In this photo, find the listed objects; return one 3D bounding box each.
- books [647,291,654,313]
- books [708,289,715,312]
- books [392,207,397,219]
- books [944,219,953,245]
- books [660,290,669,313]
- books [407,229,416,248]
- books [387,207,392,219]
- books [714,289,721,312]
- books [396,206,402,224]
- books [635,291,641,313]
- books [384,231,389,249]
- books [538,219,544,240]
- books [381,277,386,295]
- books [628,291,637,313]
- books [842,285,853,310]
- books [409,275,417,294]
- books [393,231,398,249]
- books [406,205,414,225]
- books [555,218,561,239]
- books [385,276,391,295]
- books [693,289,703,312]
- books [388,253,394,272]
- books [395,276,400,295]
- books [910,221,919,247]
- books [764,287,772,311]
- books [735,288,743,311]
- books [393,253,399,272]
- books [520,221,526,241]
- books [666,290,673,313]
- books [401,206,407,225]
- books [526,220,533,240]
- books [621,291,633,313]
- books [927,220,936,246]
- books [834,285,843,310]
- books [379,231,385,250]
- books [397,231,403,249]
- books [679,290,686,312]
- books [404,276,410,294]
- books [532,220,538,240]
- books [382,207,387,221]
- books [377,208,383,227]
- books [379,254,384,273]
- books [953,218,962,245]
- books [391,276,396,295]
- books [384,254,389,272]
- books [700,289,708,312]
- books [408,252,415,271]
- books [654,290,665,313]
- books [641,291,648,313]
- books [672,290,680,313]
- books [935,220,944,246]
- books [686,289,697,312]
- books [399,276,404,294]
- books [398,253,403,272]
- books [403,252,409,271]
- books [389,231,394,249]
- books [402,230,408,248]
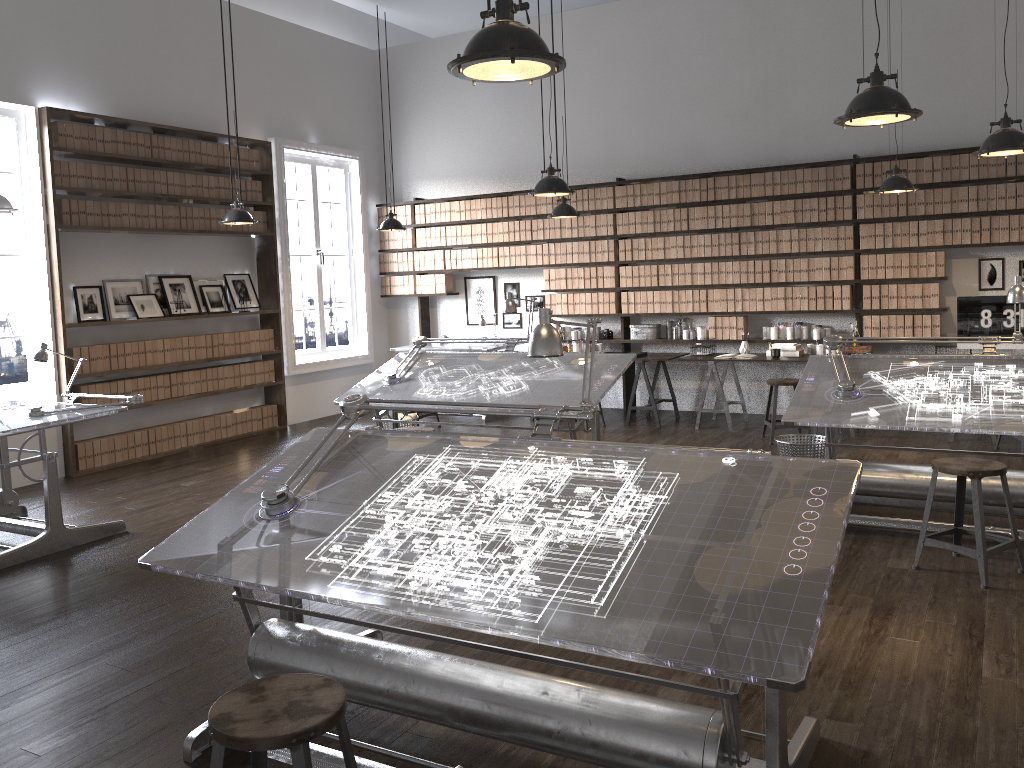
[{"bbox_3d":[1.460,-0.848,9.147,0.067,0.225,0.175,0,5,30],"label":"books"},{"bbox_3d":[2.012,-0.834,8.841,0.067,0.225,0.175,0,5,30],"label":"books"},{"bbox_3d":[-1.362,-2.015,10.650,0.067,0.225,0.175,0,5,30],"label":"books"},{"bbox_3d":[3.830,-1.329,7.766,0.067,0.225,0.175,0,5,30],"label":"books"},{"bbox_3d":[1.580,-0.846,9.084,0.067,0.225,0.175,0,5,29],"label":"books"},{"bbox_3d":[-1.173,-1.735,10.566,0.067,0.225,0.175,0,5,29],"label":"books"},{"bbox_3d":[-1.425,-2.016,10.681,0.067,0.225,0.175,0,5,29],"label":"books"},{"bbox_3d":[2.068,-0.833,8.807,0.067,0.225,0.175,0,5,29],"label":"books"},{"bbox_3d":[-1.303,-2.013,10.614,0.067,0.225,0.175,0,5,30],"label":"books"},{"bbox_3d":[1.341,-0.852,9.221,0.067,0.225,0.175,0,5,29],"label":"books"},{"bbox_3d":[-1.472,-1.742,10.730,0.067,0.225,0.175,0,5,30],"label":"books"},{"bbox_3d":[0.353,-1.688,9.701,0.067,0.225,0.175,0,5,30],"label":"books"},{"bbox_3d":[-1.520,-1.197,10.812,0.067,0.225,0.175,0,5,30],"label":"books"},{"bbox_3d":[1.278,-0.854,9.252,0.067,0.225,0.175,0,5,30],"label":"books"},{"bbox_3d":[3.115,-0.804,8.215,0.067,0.225,0.175,0,5,29],"label":"books"},{"bbox_3d":[-1.154,-1.187,10.601,0.067,0.225,0.175,0,5,29],"label":"books"},{"bbox_3d":[-1.352,-1.739,10.666,0.067,0.225,0.175,0,5,29],"label":"books"},{"bbox_3d":[-1.179,-2.010,10.542,0.067,0.225,0.175,0,5,30],"label":"books"},{"bbox_3d":[0.534,-1.683,9.596,0.067,0.225,0.175,0,5,30],"label":"books"},{"bbox_3d":[-1.457,-1.195,10.770,0.067,0.225,0.175,0,5,29],"label":"books"},{"bbox_3d":[1.883,-0.838,8.915,0.067,0.225,0.175,0,5,30],"label":"books"},{"bbox_3d":[-1.416,-1.470,10.728,0.067,0.225,0.175,0,5,30],"label":"books"},{"bbox_3d":[-1.334,-1.192,10.704,0.067,0.225,0.175,0,5,29],"label":"books"},{"bbox_3d":[3.593,-1.334,7.894,0.067,0.225,0.175,0,5,29],"label":"books"},{"bbox_3d":[2.495,-0.821,8.565,0.067,0.225,0.175,0,5,30],"label":"books"},{"bbox_3d":[2.249,-0.828,8.704,0.067,0.225,0.175,0,5,29],"label":"books"},{"bbox_3d":[-1.356,-1.467,10.689,0.067,0.225,0.175,0,5,29],"label":"books"},{"bbox_3d":[0.163,-1.693,9.813,0.067,0.225,0.175,0,5,30],"label":"books"},{"bbox_3d":[1.635,-0.844,9.047,0.067,0.225,0.175,0,5,30],"label":"books"},{"bbox_3d":[-1.243,-2.011,10.576,0.067,0.225,0.175,0,5,29],"label":"books"},{"bbox_3d":[0.225,-1.691,9.772,0.067,0.225,0.175,0,5,29],"label":"books"},{"bbox_3d":[1.213,-0.855,9.285,0.067,0.225,0.175,0,5,30],"label":"books"},{"bbox_3d":[3.713,-1.332,7.831,0.067,0.225,0.175,0,5,30],"label":"books"},{"bbox_3d":[3.046,-0.806,8.251,0.067,0.225,0.175,0,5,30],"label":"books"},{"bbox_3d":[-1.531,-1.744,10.768,0.067,0.225,0.175,0,5,29],"label":"books"},{"bbox_3d":[-1.296,-1.737,10.629,0.067,0.225,0.175,0,5,30],"label":"books"},{"bbox_3d":[1.759,-0.841,8.984,0.067,0.225,0.175,0,5,29],"label":"books"},{"bbox_3d":[-1.218,-1.188,10.634,0.067,0.225,0.175,0,5,29],"label":"books"},{"bbox_3d":[0.293,-1.690,9.740,0.067,0.225,0.175,0,5,30],"label":"books"},{"bbox_3d":[-1.490,-2.018,10.714,0.067,0.225,0.175,0,5,29],"label":"books"},{"bbox_3d":[-1.553,-2.019,10.749,0.067,0.225,0.175,0,5,30],"label":"books"},{"bbox_3d":[-1.539,-1.472,10.791,0.067,0.225,0.175,0,5,29],"label":"books"},{"bbox_3d":[3.892,-1.327,7.731,0.067,0.225,0.175,0,5,30],"label":"books"},{"bbox_3d":[-1.390,-1.194,10.739,0.067,0.225,0.175,0,5,30],"label":"books"},{"bbox_3d":[-1.477,-1.471,10.763,0.067,0.225,0.175,0,5,30],"label":"books"},{"bbox_3d":[1.945,-0.835,8.873,0.067,0.225,0.175,0,5,29],"label":"books"},{"bbox_3d":[-1.162,-1.463,10.585,0.067,0.225,0.175,0,5,29],"label":"books"},{"bbox_3d":[1.524,-0.847,9.113,0.067,0.225,0.175,0,5,29],"label":"books"},{"bbox_3d":[1.401,-0.851,9.185,0.067,0.225,0.175,0,5,29],"label":"books"},{"bbox_3d":[1.697,-0.843,9.019,0.067,0.225,0.175,0,5,29],"label":"books"},{"bbox_3d":[3.769,-1.330,7.794,0.067,0.225,0.175,0,5,29],"label":"books"},{"bbox_3d":[1.818,-0.839,8.945,0.067,0.225,0.175,0,5,30],"label":"books"},{"bbox_3d":[-1.282,-1.190,10.669,0.067,0.225,0.175,0,5,30],"label":"books"},{"bbox_3d":[-1.292,-1.466,10.658,0.067,0.225,0.175,0,5,29],"label":"books"},{"bbox_3d":[-1.229,-1.464,10.617,0.067,0.225,0.175,0,5,30],"label":"books"},{"bbox_3d":[-1.408,-1.741,10.696,0.067,0.225,0.175,0,5,29],"label":"books"},{"bbox_3d":[-1.235,-1.736,10.601,0.067,0.225,0.175,0,5,29],"label":"books"}]
